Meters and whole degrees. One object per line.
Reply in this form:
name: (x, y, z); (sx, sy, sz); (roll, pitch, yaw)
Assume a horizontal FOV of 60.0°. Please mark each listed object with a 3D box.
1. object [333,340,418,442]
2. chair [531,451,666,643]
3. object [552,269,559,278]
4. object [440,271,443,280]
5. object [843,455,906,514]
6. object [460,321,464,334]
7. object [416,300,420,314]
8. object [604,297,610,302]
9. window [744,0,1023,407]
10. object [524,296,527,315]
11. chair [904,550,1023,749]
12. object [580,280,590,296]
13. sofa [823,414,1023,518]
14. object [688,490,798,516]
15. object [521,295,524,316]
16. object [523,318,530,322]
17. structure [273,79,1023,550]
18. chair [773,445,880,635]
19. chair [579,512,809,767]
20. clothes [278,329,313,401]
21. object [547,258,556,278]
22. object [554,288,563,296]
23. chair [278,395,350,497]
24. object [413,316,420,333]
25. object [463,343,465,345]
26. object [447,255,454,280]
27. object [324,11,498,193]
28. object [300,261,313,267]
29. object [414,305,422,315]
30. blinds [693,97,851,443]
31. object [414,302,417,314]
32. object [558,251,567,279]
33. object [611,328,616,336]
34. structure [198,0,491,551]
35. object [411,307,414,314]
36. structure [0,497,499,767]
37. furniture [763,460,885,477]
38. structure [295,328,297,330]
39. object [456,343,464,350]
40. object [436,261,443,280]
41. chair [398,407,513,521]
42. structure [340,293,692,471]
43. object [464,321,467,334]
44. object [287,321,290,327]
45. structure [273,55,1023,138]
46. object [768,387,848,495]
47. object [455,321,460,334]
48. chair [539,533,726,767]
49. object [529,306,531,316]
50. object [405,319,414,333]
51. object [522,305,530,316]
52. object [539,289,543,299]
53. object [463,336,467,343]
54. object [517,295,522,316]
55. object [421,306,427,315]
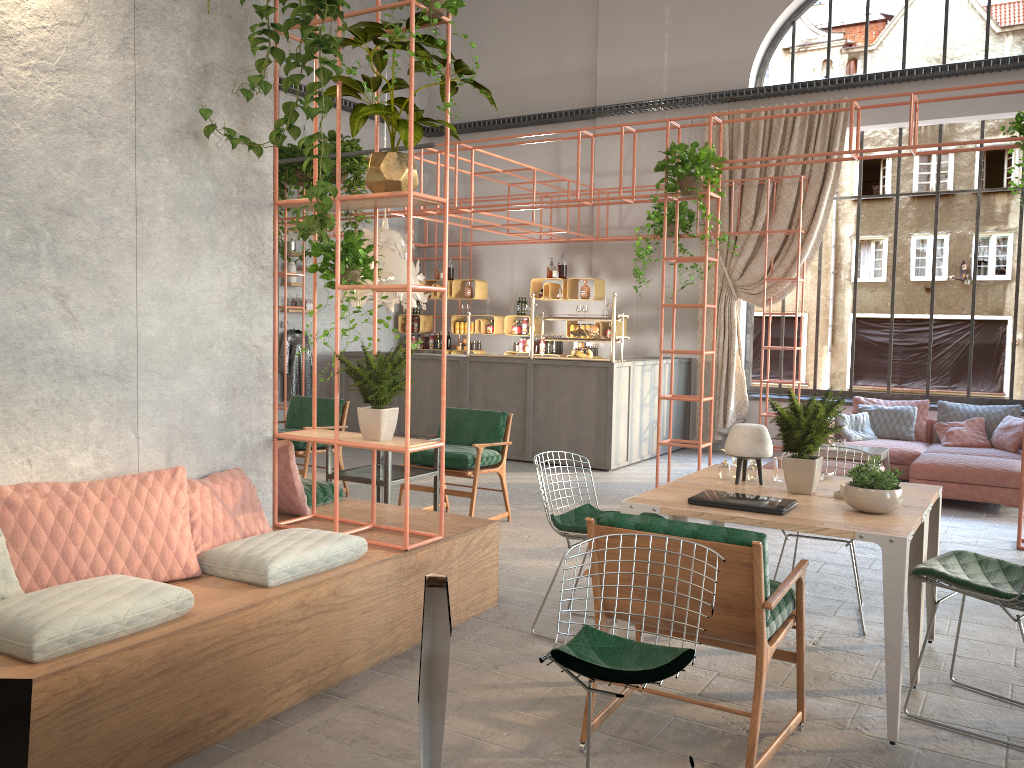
object: (-0.689, 0.033, 4.590); (0.368, 0.527, 0.438); (3, 4, 31)
chair: (0.465, 0.860, 4.691); (0.717, 0.941, 0.565); (3, 4, 32)
object: (0.604, -1.526, 12.301); (0.088, 0.123, 0.088); (1, 4, -3)
object: (-1.042, -1.622, 13.284); (0.088, 0.123, 0.088); (1, 4, -3)
object: (1.591, 0.439, 3.902); (0.254, 0.247, 0.248); (3, 4, 31)
object: (-0.737, -0.834, 13.130); (0.069, 0.191, 0.069); (0, 4, -17)
object: (-1.459, -1.220, 13.746); (0.066, 0.291, 0.066); (0, 4, -19)
object: (1.289, -1.050, 12.085); (0.075, 0.273, 0.075); (2, 4, 20)
window: (4.992, -2.552, 10.893); (4.127, 5.538, 0.089); (3, 4, 31)
object: (0.188, -1.125, 12.764); (0.066, 0.291, 0.066); (0, 4, -19)
chair: (2.061, 0.952, 3.748); (0.565, 0.941, 0.717); (-2, 5, -43)
object: (1.009, -1.298, 12.188); (0.137, 0.261, 0.137); (0, 4, -23)
sofa: (4.285, 0.777, 9.259); (2.219, 0.672, 1.960); (3, 4, 31)
object: (1.037, 0.530, 3.988); (0.427, 0.031, 0.268); (3, 4, 31)
object: (0.144, -1.121, 12.695); (0.066, 0.291, 0.066); (4, 5, 37)
object: (0.197, -0.815, 12.589); (0.094, 0.248, 0.072); (3, 4, 31)
structure: (3.608, -0.699, 8.808); (14.689, 4.247, 4.157); (3, 4, 31)
chair: (1.773, 0.860, 5.078); (0.565, 0.941, 0.717); (3, 4, 27)
chair: (0.717, 0.948, 3.469); (0.722, 0.917, 0.685); (3, 4, 31)
clothes: (-2.871, -0.234, 11.891); (0.366, 0.997, 0.625); (2, 4, 11)
object: (0.560, -1.631, 12.531); (0.134, 0.301, 0.134); (2, 4, 20)
object: (0.650, -1.255, 12.333); (0.141, 0.142, 0.123); (3, 4, 31)
chair: (-1.968, 0.597, 8.174); (0.722, 0.930, 0.685); (3, 4, 31)
object: (-1.450, -0.910, 13.572); (0.094, 0.248, 0.072); (3, 4, 31)
object: (-0.707, -0.559, 13.292); (0.115, 0.107, 0.115); (-1, 4, -29)
object: (-0.940, -1.758, 13.381); (0.134, 0.386, 0.134); (-1, 4, -25)
object: (-0.537, -1.432, 4.541); (0.934, 0.947, 0.903); (1, 4, -8)
object: (-2.762, -1.617, 11.977); (0.013, 0.101, 0.263); (3, 4, 31)
object: (-1.444, -1.137, 13.574); (0.115, 0.147, 0.115); (0, 4, -14)
blinds: (4.598, -1.300, 10.582); (4.957, 4.389, 0.414); (3, 4, 32)
object: (-1.502, -1.217, 13.678); (0.066, 0.291, 0.066); (4, 5, 37)
object: (0.706, -1.662, 12.399); (0.134, 0.386, 0.134); (2, 4, 20)
object: (1.343, -0.724, 11.938); (0.131, 0.207, 0.131); (0, 4, -14)
structure: (-1.625, -0.989, 3.119); (14.096, 4.345, 4.501); (3, 4, 30)
object: (-1.541, -1.213, 13.611); (0.066, 0.291, 0.066); (1, 4, 1)
structure: (-3.705, 0.998, 4.771); (5.831, 0.500, 4.386); (3, 4, 31)
furniture: (2.806, 0.935, 8.069); (0.976, 0.446, 0.941); (3, 4, 31)
structure: (-2.902, -0.735, 11.947); (0.019, 0.044, 0.066); (3, 4, 31)
object: (-0.770, -0.553, 13.185); (0.115, 0.107, 0.115); (1, 4, -2)
object: (-1.087, -1.727, 13.513); (0.134, 0.301, 0.134); (2, 4, 20)
chair: (-0.449, 0.685, 7.268); (0.722, 0.929, 0.685); (3, 4, 31)
structure: (0.063, -0.175, 12.110); (4.057, 2.022, 2.579); (3, 4, 31)
object: (-0.668, -0.830, 13.088); (0.069, 0.191, 0.069); (-1, 4, -24)
object: (-2.995, -0.802, 11.752); (0.049, 0.121, 0.093); (4, 4, 33)
structure: (1.204, -3.301, 3.971); (15.203, 0.110, 15.603); (3, 4, 31)
object: (1.427, 0.267, 4.303); (0.368, 0.527, 0.438); (3, 4, 31)
object: (-0.809, -0.838, 13.172); (0.069, 0.191, 0.069); (0, 4, -17)
chair: (0.323, 0.989, 2.660); (0.565, 0.941, 0.717); (3, 4, 27)
object: (0.271, -1.047, 12.704); (0.115, 0.147, 0.115); (4, 5, 40)
object: (-1.579, -0.893, 13.664); (0.131, 0.207, 0.131); (0, 4, -14)
object: (0.203, -1.041, 12.591); (0.115, 0.147, 0.115); (4, 5, 40)
object: (0.436, -1.276, 12.543); (0.097, 0.148, 0.097); (3, 4, 27)
object: (-0.677, -0.657, 13.200); (0.115, 0.107, 0.115); (-1, 4, -33)
object: (0.105, -1.117, 12.629); (0.066, 0.291, 0.066); (1, 4, 1)
object: (-1.376, -1.143, 13.686); (0.115, 0.147, 0.115); (0, 4, -14)
